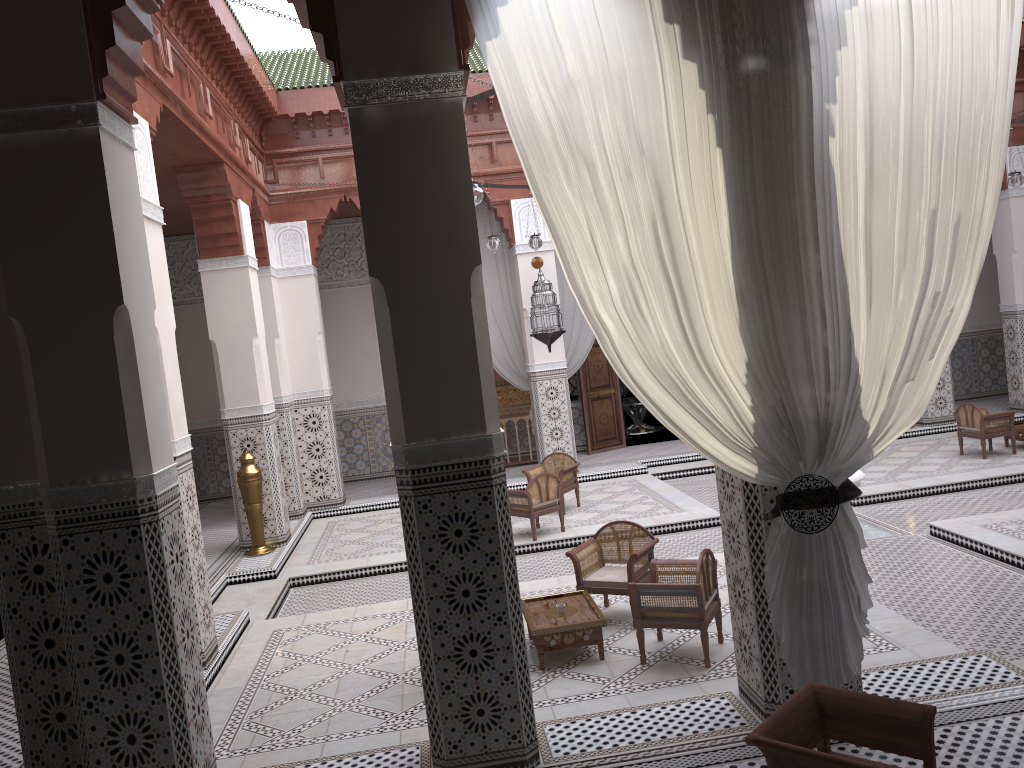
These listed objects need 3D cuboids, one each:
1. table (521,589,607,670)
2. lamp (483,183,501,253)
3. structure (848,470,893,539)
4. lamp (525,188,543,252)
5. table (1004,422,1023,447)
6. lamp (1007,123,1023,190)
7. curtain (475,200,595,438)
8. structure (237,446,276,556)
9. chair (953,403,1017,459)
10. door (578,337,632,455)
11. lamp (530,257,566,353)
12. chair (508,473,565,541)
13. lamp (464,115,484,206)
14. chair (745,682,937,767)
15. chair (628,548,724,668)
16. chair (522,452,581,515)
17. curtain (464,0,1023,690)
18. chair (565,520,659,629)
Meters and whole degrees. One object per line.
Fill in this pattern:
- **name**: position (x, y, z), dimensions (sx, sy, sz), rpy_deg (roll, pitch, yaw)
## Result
- **table**: position (0.159, 0.764, 2.787), dimensions (0.229, 0.142, 0.330), rpy_deg (-7, 3, -6)
- **lamp**: position (-0.120, -0.877, 4.701), dimensions (0.090, 0.371, 0.091), rpy_deg (-7, 3, -1)
- **structure**: position (1.396, 0.556, 4.044), dimensions (0.528, 0.310, 0.501), rpy_deg (-7, 3, -6)
- **lamp**: position (0.108, -0.916, 4.909), dimensions (0.090, 0.371, 0.091), rpy_deg (-6, 3, 9)
- **table**: position (2.999, 0.296, 5.071), dimensions (0.229, 0.142, 0.330), rpy_deg (-7, 3, -6)
- **lamp**: position (2.638, -1.204, 4.654), dimensions (0.091, 0.371, 0.090), rpy_deg (-6, 3, 9)
- **curtain**: position (0.161, -0.373, 5.926), dimensions (1.304, 1.761, 0.048), rpy_deg (-7, 3, -6)
- **structure**: position (-1.307, 0.581, 4.471), dimensions (0.156, 0.539, 0.156), rpy_deg (-4, 5, 45)
- **chair**: position (2.687, 0.249, 5.032), dimensions (0.208, 0.313, 0.263), rpy_deg (-7, 3, -10)
- **door**: position (1.063, -0.290, 6.733), dimensions (1.244, 1.461, 0.419), rpy_deg (-7, 3, -6)
- **lamp**: position (0.202, -0.504, 5.541), dimensions (0.216, 0.618, 0.217), rpy_deg (-7, 3, -6)
- **chair**: position (0.104, 0.593, 4.398), dimensions (0.263, 0.313, 0.208), rpy_deg (-9, 4, -39)
- **lamp**: position (-0.159, -0.777, 3.010), dimensions (0.091, 0.371, 0.090), rpy_deg (-6, 3, 9)
- **chair**: position (0.579, 0.700, 1.524), dimensions (0.234, 0.252, 0.259), rpy_deg (-4, 4, 42)
- **chair**: position (0.490, 0.647, 2.629), dimensions (0.208, 0.313, 0.263), rpy_deg (-5, 4, 25)
- **chair**: position (0.228, 0.550, 4.908), dimensions (0.263, 0.313, 0.208), rpy_deg (-5, 4, 30)
- **curtain**: position (0.587, -0.197, 1.881), dimensions (1.303, 1.764, 0.129), rpy_deg (-7, 3, -5)
- **chair**: position (0.354, 0.641, 3.017), dimensions (0.263, 0.313, 0.208), rpy_deg (-5, 4, 30)
